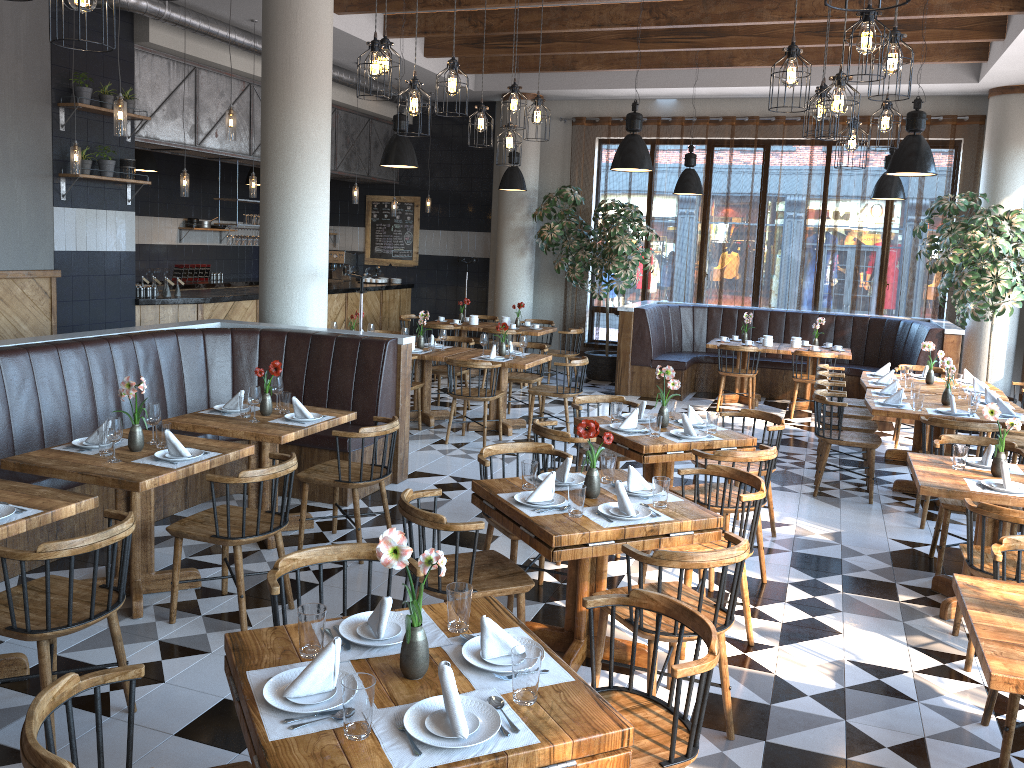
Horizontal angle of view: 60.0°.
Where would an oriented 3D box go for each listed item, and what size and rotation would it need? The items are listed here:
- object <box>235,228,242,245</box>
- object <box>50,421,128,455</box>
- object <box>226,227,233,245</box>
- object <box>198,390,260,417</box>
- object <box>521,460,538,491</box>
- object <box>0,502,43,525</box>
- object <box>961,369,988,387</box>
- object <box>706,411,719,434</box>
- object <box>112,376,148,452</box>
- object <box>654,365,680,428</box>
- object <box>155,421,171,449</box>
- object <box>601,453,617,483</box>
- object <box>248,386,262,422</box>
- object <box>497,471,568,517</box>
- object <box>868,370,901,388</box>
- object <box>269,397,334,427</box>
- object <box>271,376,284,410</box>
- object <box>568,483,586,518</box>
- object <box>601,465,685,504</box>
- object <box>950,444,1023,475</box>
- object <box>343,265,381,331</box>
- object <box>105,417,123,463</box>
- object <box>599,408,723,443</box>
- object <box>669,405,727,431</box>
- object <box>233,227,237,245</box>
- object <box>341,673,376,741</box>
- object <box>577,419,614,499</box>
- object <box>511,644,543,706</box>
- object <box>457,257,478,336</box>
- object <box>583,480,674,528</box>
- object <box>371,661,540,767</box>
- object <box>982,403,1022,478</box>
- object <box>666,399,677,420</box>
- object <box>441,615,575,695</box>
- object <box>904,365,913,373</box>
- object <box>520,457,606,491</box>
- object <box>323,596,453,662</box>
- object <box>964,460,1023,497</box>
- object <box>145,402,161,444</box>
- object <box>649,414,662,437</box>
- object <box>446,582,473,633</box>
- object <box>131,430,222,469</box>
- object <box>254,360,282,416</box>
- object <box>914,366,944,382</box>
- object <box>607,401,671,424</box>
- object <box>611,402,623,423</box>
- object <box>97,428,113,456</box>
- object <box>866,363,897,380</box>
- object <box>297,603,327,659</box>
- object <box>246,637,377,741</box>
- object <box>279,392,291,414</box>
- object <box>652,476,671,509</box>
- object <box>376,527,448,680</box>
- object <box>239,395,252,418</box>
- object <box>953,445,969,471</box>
[{"bbox_3d":[-3.389,-1.829,10.982,0.081,0.214,0.081,4,7,11],"label":"object"},{"bbox_3d":[-2.174,0.252,4.647,0.272,0.136,0.353,6,9,19],"label":"object"},{"bbox_3d":[-3.514,-1.841,11.026,0.081,0.214,0.081,4,7,11],"label":"object"},{"bbox_3d":[-1.792,0.101,5.698,0.272,0.136,0.353,6,9,19],"label":"object"},{"bbox_3d":[0.081,0.431,4.177,0.080,0.131,0.080,6,8,24],"label":"object"},{"bbox_3d":[-2.061,0.453,3.427,0.272,0.136,0.353,6,9,19],"label":"object"},{"bbox_3d":[4.420,-0.072,8.521,0.272,0.136,0.353,6,9,19],"label":"object"},{"bbox_3d":[1.277,0.248,5.659,0.080,0.131,0.080,2,7,-5],"label":"object"},{"bbox_3d":[-1.939,0.150,4.521,0.207,0.398,0.147,5,8,22],"label":"object"},{"bbox_3d":[1.007,0.082,5.773,0.207,0.398,0.146,8,9,39],"label":"object"},{"bbox_3d":[-1.831,0.270,4.650,0.080,0.131,0.080,6,8,24],"label":"object"},{"bbox_3d":[0.474,0.417,4.376,0.080,0.131,0.080,8,9,34],"label":"object"},{"bbox_3d":[-1.565,0.121,5.388,0.081,0.214,0.081,6,8,28],"label":"object"},{"bbox_3d":[0.129,0.464,3.971,0.272,0.136,0.354,-1,10,-25],"label":"object"},{"bbox_3d":[3.469,-0.069,8.238,0.272,0.136,0.353,6,9,19],"label":"object"},{"bbox_3d":[-1.302,0.152,5.514,0.272,0.136,0.353,6,9,19],"label":"object"},{"bbox_3d":[-1.535,0.058,5.790,0.081,0.214,0.082,1,7,-11],"label":"object"},{"bbox_3d":[0.275,0.501,3.796,0.080,0.131,0.080,6,8,24],"label":"object"},{"bbox_3d":[0.608,0.448,4.204,0.272,0.136,0.354,-1,10,-25],"label":"object"},{"bbox_3d":[2.731,0.403,5.084,0.352,0.136,0.273,6,9,19],"label":"object"},{"bbox_3d":[-1.305,-0.179,7.604,0.374,1.650,0.376,2,7,-3],"label":"object"},{"bbox_3d":[-1.947,0.273,4.336,0.081,0.214,0.082,0,7,-17],"label":"object"},{"bbox_3d":[0.930,0.237,5.614,0.582,0.136,0.580,-2,10,-25],"label":"object"},{"bbox_3d":[1.221,0.207,5.881,0.272,0.136,0.354,-1,10,-25],"label":"object"},{"bbox_3d":[-3.473,-1.857,11.137,0.081,0.214,0.081,4,7,11],"label":"object"},{"bbox_3d":[-0.357,0.751,2.056,0.080,0.131,0.080,8,9,34],"label":"object"},{"bbox_3d":[0.373,0.342,4.112,0.156,0.353,0.172,1,7,-15],"label":"object"},{"bbox_3d":[0.035,0.739,2.243,0.080,0.131,0.080,8,9,34],"label":"object"},{"bbox_3d":[-0.722,-1.141,13.770,0.376,1.650,0.375,9,9,42],"label":"object"},{"bbox_3d":[0.486,0.500,3.848,0.352,0.136,0.274,-2,10,-25],"label":"object"},{"bbox_3d":[-0.146,0.751,2.104,0.352,0.136,0.274,-2,10,-25],"label":"object"},{"bbox_3d":[2.660,0.305,4.844,0.206,0.398,0.147,0,7,-16],"label":"object"},{"bbox_3d":[1.084,0.176,6.052,0.080,0.131,0.080,2,7,-5],"label":"object"},{"bbox_3d":[-0.023,0.699,2.459,0.272,0.136,0.354,-1,10,-25],"label":"object"},{"bbox_3d":[3.863,-0.113,8.639,0.080,0.131,0.080,3,7,5],"label":"object"},{"bbox_3d":[0.251,0.412,4.327,0.352,0.136,0.274,-2,10,-25],"label":"object"},{"bbox_3d":[-0.380,0.663,2.583,0.352,0.136,0.274,-2,10,-25],"label":"object"},{"bbox_3d":[2.555,0.475,4.583,0.352,0.136,0.273,6,9,19],"label":"object"},{"bbox_3d":[-1.919,0.210,4.735,0.081,0.214,0.082,0,7,-17],"label":"object"},{"bbox_3d":[0.884,0.260,5.472,0.080,0.131,0.080,1,8,-15],"label":"object"},{"bbox_3d":[-0.158,0.667,2.637,0.080,0.131,0.080,8,9,34],"label":"object"},{"bbox_3d":[-1.684,0.304,4.464,0.272,0.136,0.353,6,9,19],"label":"object"},{"bbox_3d":[-1.514,0.026,5.555,0.171,0.353,0.156,6,8,22],"label":"object"},{"bbox_3d":[4.077,-0.123,8.745,0.352,0.136,0.273,6,9,19],"label":"object"},{"bbox_3d":[0.864,0.171,6.004,0.352,0.136,0.274,-2,10,-25],"label":"object"},{"bbox_3d":[0.690,0.190,5.853,0.080,0.131,0.080,1,8,-15],"label":"object"},{"bbox_3d":[-2.038,0.293,4.447,0.080,0.131,0.080,5,8,19],"label":"object"},{"bbox_3d":[3.665,-0.147,8.778,0.272,0.136,0.353,6,9,19],"label":"object"},{"bbox_3d":[-0.551,0.681,2.438,0.080,0.131,0.080,8,9,34],"label":"object"},{"bbox_3d":[-0.503,0.715,2.227,0.272,0.136,0.354,-1,10,-25],"label":"object"},{"bbox_3d":[-1.457,0.121,5.680,0.080,0.131,0.080,3,7,5],"label":"object"},{"bbox_3d":[0.668,0.489,3.982,0.080,0.131,0.080,6,8,24],"label":"object"},{"bbox_3d":[-0.272,0.574,2.344,0.146,0.398,0.207,7,8,31],"label":"object"},{"bbox_3d":[-1.655,0.141,5.502,0.080,0.131,0.080,5,8,19],"label":"object"},{"bbox_3d":[2.510,0.414,4.966,0.080,0.131,0.080,3,7,5],"label":"object"}]
